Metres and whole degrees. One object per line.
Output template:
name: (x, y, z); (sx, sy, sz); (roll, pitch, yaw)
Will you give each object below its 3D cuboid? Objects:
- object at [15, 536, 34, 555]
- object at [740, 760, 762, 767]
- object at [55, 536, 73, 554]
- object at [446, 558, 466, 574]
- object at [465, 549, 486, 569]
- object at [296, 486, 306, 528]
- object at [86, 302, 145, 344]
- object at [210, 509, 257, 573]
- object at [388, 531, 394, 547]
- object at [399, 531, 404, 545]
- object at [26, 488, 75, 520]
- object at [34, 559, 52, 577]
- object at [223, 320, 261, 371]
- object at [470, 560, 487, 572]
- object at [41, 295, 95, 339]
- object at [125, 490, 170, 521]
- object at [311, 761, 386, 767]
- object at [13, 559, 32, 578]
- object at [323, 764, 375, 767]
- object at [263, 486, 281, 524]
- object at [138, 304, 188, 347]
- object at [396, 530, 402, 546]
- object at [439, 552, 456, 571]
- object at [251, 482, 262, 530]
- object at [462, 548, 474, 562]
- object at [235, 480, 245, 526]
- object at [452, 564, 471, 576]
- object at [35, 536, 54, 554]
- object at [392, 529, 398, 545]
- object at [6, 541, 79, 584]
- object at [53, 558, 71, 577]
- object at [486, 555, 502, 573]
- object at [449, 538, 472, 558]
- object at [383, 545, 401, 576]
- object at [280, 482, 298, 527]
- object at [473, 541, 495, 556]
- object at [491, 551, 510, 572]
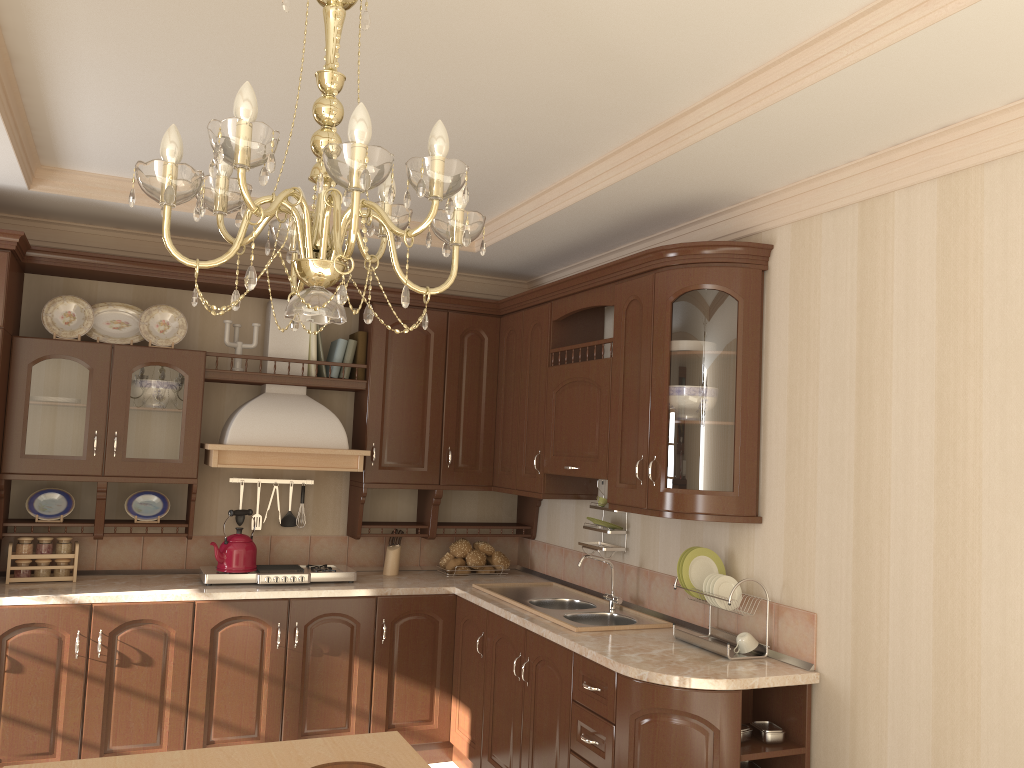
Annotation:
object: (-2.172, 0.721, 3.954); (0.068, 0.088, 0.068); (3, -4, -8)
object: (0.787, 1.296, 2.964); (0.084, 0.045, 0.120); (3, -4, -13)
object: (-2.034, 0.733, 4.028); (0.068, 0.088, 0.068); (3, -4, -8)
object: (-0.302, 0.971, 4.731); (0.104, 0.092, 0.114); (1, -5, 23)
object: (-0.194, 0.939, 4.756); (0.110, 0.102, 0.115); (2, -4, 5)
object: (-1.089, 0.638, 4.601); (0.049, 0.219, 0.049); (-1, -6, 44)
object: (-1.868, -0.288, 4.191); (0.342, 0.209, 0.073); (4, -5, -23)
object: (-1.285, 0.730, 4.147); (0.181, 0.282, 0.227); (3, -4, 0)
object: (-0.644, 0.874, 4.681); (0.053, 0.198, 0.027); (6, -5, -40)
object: (-0.602, 0.864, 4.722); (0.022, 0.159, 0.050); (0, -5, 36)
object: (-2.105, 0.547, 4.045); (0.202, 0.143, 0.071); (5, -5, -26)
object: (-2.107, 0.827, 3.983); (0.068, 0.088, 0.068); (3, -4, -8)
object: (-1.363, -0.182, 4.380); (0.174, 0.248, 0.163); (0, -5, 29)
object: (-0.192, 0.981, 4.841); (0.114, 0.094, 0.098); (7, -6, -43)
object: (-2.031, -0.307, 4.058); (0.220, 0.210, 0.068); (5, -5, -26)
object: (-1.729, 0.576, 4.208); (0.202, 0.143, 0.071); (5, -5, -26)
object: (-0.346, 0.845, 1.852); (0.204, 0.042, 0.204); (1, -4, 15)
object: (-2.176, 0.821, 3.946); (0.068, 0.088, 0.068); (3, -4, -8)
object: (-0.344, 0.841, 1.851); (0.168, 0.034, 0.168); (4, -4, -13)
object: (-1.223, 0.619, 4.543); (0.089, 0.195, 0.005); (4, -5, -24)
object: (-1.660, -0.279, 4.221); (0.220, 0.210, 0.068); (5, -5, -26)
object: (-0.608, 0.871, 4.684); (0.053, 0.198, 0.027); (6, -5, -40)
object: (-0.341, 0.956, 4.791); (0.092, 0.109, 0.123); (0, -5, 34)
object: (-1.294, 0.620, 4.513); (0.051, 0.245, 0.003); (4, -5, -24)
object: (-0.246, 0.935, 4.844); (0.110, 0.092, 0.113); (0, -5, 28)
object: (-1.368, 0.602, 4.478); (0.048, 0.231, 0.015); (4, -5, -22)
object: (-0.274, 0.994, 4.765); (0.119, 0.058, 0.114); (0, -5, 31)
object: (-2.103, 0.727, 3.991); (0.068, 0.088, 0.068); (3, -4, -8)
object: (-0.631, 0.867, 4.709); (0.027, 0.191, 0.052); (1, -5, 22)
object: (-2.109, 0.799, 3.986); (0.276, 0.170, 0.140); (5, -5, -28)
object: (-2.039, 0.833, 4.020); (0.068, 0.088, 0.068); (3, -4, -8)
object: (-0.105, 0.986, 4.869); (0.091, 0.100, 0.125); (5, -5, -28)
object: (-0.276, 0.886, 4.775); (0.118, 0.105, 0.100); (5, -5, -29)
object: (-0.626, 0.927, 4.680); (0.078, 0.148, 0.151); (2, -4, 14)
object: (-1.149, 0.623, 4.589); (0.088, 0.236, 0.028); (4, -5, -24)
object: (-0.155, 0.898, 4.846); (0.112, 0.078, 0.125); (5, -5, -29)
object: (-0.063, 0.962, 4.813); (0.097, 0.106, 0.117); (1, -5, 22)
